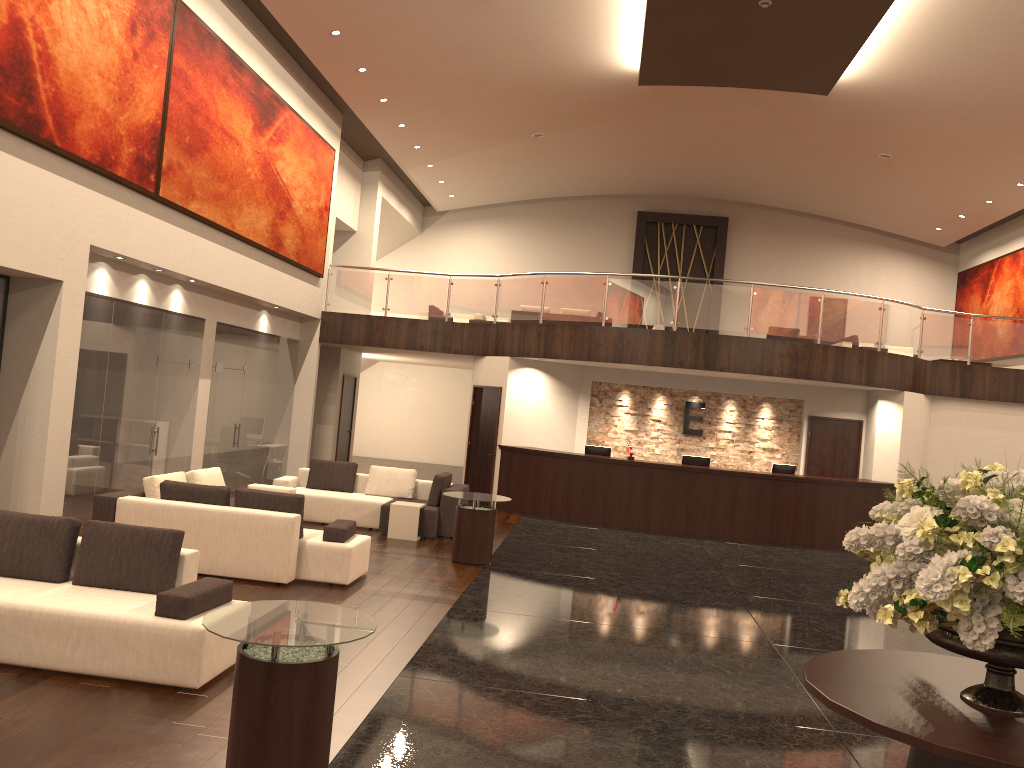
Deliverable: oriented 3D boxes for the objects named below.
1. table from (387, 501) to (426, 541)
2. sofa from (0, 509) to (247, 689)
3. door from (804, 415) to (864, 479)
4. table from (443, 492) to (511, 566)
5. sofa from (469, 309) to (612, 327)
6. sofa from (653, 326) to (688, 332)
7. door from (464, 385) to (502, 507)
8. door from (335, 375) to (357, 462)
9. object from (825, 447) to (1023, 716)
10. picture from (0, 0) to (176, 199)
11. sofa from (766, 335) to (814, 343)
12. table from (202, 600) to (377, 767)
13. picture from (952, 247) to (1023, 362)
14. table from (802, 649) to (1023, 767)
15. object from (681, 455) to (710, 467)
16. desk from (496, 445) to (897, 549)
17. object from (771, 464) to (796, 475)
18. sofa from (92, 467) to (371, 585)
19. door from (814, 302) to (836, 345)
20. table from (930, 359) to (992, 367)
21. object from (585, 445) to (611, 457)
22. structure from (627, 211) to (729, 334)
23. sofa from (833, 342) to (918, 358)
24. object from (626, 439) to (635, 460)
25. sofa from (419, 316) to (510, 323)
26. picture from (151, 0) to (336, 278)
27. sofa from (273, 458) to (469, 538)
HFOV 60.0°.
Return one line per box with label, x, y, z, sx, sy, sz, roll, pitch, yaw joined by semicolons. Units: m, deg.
table;-1.431;1.860;12.064;0.400;0.460;0.400;5;-1;6
sofa;-3.231;1.340;4.922;2.586;0.862;3.366;5;-1;6
door;5.968;1.746;16.605;0.990;2.232;0.104;5;-1;6
table;-0.455;1.750;10.692;0.844;0.795;0.833;6;-2;-45
sofa;0.758;-1.373;21.782;3.366;0.862;2.586;5;-1;6
sofa;4.101;-1.058;22.052;1.291;0.862;2.846;5;-1;6
door;-0.557;1.150;16.813;0.104;2.232;0.990;6;-1;-34
door;-3.744;0.919;19.867;0.104;2.232;0.990;5;-1;6
object;2.003;0.754;3.635;1.453;1.097;1.402;6;-2;-38
picture;-4.502;-3.591;8.620;0.070;2.526;4.515;5;-1;6
sofa;6.390;-0.854;21.683;1.291;0.862;2.846;5;-1;6
table;-1.116;1.556;4.337;0.833;0.795;0.844;6;-1;-33
picture;11.745;-1.815;21.711;0.070;2.526;4.515;5;-1;6
table;1.936;1.760;3.609;1.498;0.921;1.498;5;-1;-3
object;3.194;1.503;15.466;0.483;0.485;0.189;5;-1;6
desk;3.189;2.002;15.634;7.146;1.171;1.674;5;-1;8
object;4.728;1.645;15.481;0.483;0.485;0.189;6;-1;-19
sofa;-2.696;1.502;10.243;2.586;0.862;3.366;5;-1;6
door;8.667;-1.272;24.497;0.990;2.232;0.104;5;-1;6
table;10.093;-0.302;20.159;1.100;0.380;1.100;5;-1;6
object;1.529;1.359;15.916;0.483;0.485;0.189;5;-1;21
structure;4.603;-2.648;24.871;2.524;4.236;0.187;5;-1;6
sofa;9.441;-0.579;21.332;3.366;0.862;2.586;5;-1;6
object;2.057;1.115;15.333;0.163;0.390;0.165;5;-1;14
sofa;-0.674;-1.470;23.443;3.366;0.862;2.586;5;-1;6
picture;-3.932;-3.424;14.100;0.070;2.526;6.485;5;-1;6
sofa;-2.121;1.609;12.805;2.846;0.862;1.291;5;-1;6
